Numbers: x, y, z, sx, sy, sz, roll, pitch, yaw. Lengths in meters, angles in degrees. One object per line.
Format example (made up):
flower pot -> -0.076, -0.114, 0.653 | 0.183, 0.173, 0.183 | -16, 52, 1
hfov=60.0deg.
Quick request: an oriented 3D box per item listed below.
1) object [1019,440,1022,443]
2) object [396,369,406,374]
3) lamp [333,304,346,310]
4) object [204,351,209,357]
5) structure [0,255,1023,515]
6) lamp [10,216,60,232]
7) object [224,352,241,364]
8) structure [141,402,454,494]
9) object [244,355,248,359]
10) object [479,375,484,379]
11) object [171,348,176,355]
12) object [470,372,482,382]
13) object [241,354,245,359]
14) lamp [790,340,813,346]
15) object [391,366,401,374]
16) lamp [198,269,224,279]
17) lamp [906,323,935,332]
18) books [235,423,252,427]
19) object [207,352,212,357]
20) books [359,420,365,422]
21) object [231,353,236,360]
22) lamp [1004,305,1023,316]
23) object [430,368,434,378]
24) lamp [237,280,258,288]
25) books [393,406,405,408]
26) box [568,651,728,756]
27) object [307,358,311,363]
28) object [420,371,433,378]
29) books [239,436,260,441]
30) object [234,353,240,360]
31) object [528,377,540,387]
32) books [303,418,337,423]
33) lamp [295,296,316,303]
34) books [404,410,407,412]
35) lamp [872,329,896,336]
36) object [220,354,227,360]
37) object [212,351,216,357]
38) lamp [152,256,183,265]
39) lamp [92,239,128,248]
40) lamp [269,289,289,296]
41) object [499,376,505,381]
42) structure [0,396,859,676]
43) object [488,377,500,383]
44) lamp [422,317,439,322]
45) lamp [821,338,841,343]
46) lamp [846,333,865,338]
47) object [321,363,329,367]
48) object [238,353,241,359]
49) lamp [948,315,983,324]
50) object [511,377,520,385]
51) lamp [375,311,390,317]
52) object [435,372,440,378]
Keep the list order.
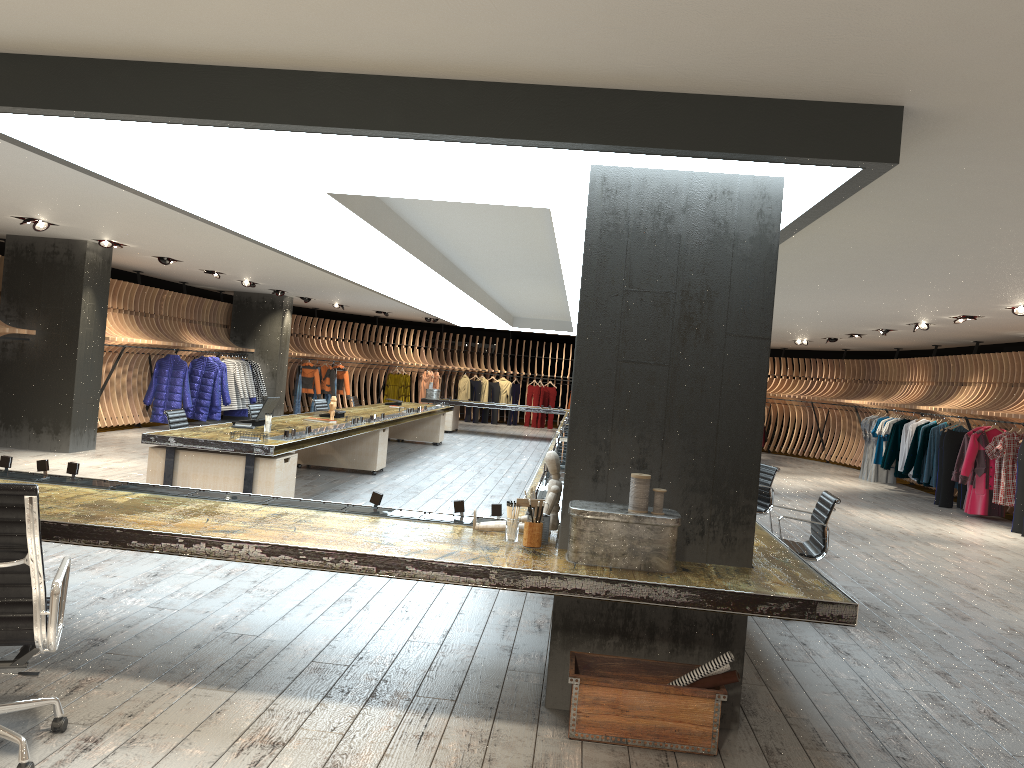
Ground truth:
object -> 6.887, 0.661, 11.508 | 0.525, 0.270, 0.012 | 5, 0, 45
object -> -3.025, -0.356, 24.364 | 0.525, 0.270, 0.012 | 5, 0, 35
lamp -> -4.090, -1.909, 21.013 | 0.269, 0.296, 0.492 | 5, 1, 24
object -> -5.877, -0.491, 16.998 | 0.523, 0.292, 0.012 | 5, 0, 5
structure -> 0.021, 0.144, 8.238 | 14.883, 2.440, 36.552 | 5, 1, 5
lamp -> -5.349, -1.871, 9.959 | 0.269, 0.288, 0.492 | 5, 1, 5
object -> -5.753, -0.488, 18.010 | 0.518, 0.313, 0.012 | 5, 0, 5
structure -> -2.187, 0.764, 12.705 | 1.162, 0.844, 10.450 | 5, 1, 5
object -> -5.682, -0.487, 18.995 | 0.518, 0.313, 0.012 | 5, 0, 5
object -> -0.850, -0.185, 25.414 | 0.012, 0.270, 0.525 | 5, 0, -40
object -> -5.970, -0.493, 15.608 | 0.525, 0.270, 0.012 | 5, 0, 5
object -> -1.038, -0.201, 25.350 | 0.525, 0.270, 0.012 | 5, 0, 40
object -> -5.694, -0.483, 18.807 | 0.516, 0.316, 0.012 | 5, 0, 5
lamp -> 6.445, -0.998, 19.695 | 0.269, 0.287, 0.493 | 5, 1, -15
object -> -3.165, -0.366, 24.248 | 0.525, 0.270, 0.012 | 5, 0, 35
lamp -> -4.969, -1.900, 14.728 | 0.269, 0.294, 0.492 | 5, 1, 5
lamp -> 6.150, -0.930, 13.335 | 0.269, 0.301, 0.492 | 5, 1, 5
books -> -2.741, 0.410, 9.005 | 0.186, 0.027, 0.112 | 5, 1, -10
object -> -5.833, -0.494, 17.136 | 0.523, 0.291, 0.012 | 5, 0, 5
books -> -1.925, 0.460, 11.093 | 0.155, 0.025, 0.110 | 5, 1, 0
object -> -5.732, -0.490, 18.272 | 0.518, 0.313, 0.012 | 5, 0, 5
lamp -> 5.897, -0.917, 10.155 | 0.269, 0.284, 0.492 | 5, 1, 5
object -> -2.270, -0.301, 24.848 | 0.012, 0.270, 0.525 | 5, 0, -25
lamp -> -4.842, -1.915, 16.318 | 0.269, 0.286, 0.492 | 5, 1, 5
books -> -2.003, 0.400, 15.510 | 0.213, 0.026, 0.366 | 5, 1, 5
box -> 0.573, 1.403, 3.900 | 0.665, 0.282, 0.341 | 5, 0, 5
object -> -5.032, -0.498, 21.954 | 0.525, 0.270, 0.012 | 5, 0, 20
object -> -2.373, -0.309, 24.788 | 0.525, 0.270, 0.012 | 5, 0, 40
books -> -2.291, 0.474, 7.738 | 0.155, 0.025, 0.110 | 5, 1, 0
object -> -5.718, -0.491, 18.450 | 0.518, 0.313, 0.012 | 5, 0, 5
object -> 0.651, -0.062, 25.639 | 0.012, 0.270, 0.525 | 5, 0, -40
books -> -2.328, 0.437, 10.705 | 0.366, 0.026, 0.213 | 5, 1, 15
lamp -> -4.530, -1.928, 19.490 | 0.269, 0.292, 0.492 | 5, 1, 11
books -> -1.667, 0.439, 14.301 | 0.155, 0.025, 0.110 | 5, 1, 0
lamp -> 6.277, -0.948, 14.925 | 0.269, 0.286, 0.492 | 5, 1, 5
object -> -5.772, -0.486, 17.775 | 0.518, 0.313, 0.012 | 5, 0, 5
object -> -5.834, -0.505, 17.315 | 0.525, 0.270, 0.012 | 5, 0, 5
lamp -> -5.096, -1.891, 13.139 | 0.269, 0.292, 0.492 | 5, 1, 5
lamp -> -5.223, -1.878, 11.549 | 0.269, 0.296, 0.492 | 5, 1, 5
lamp -> -4.716, -1.923, 17.908 | 0.269, 0.292, 0.492 | 5, 1, 5
object -> -0.251, -0.138, 25.546 | 0.525, 0.270, 0.012 | 5, 0, 30
structure -> -0.380, 0.923, 12.344 | 4.836, 0.844, 18.474 | 5, 1, 5
object -> -0.551, -0.162, 25.473 | 0.525, 0.270, 0.012 | 5, 0, 30
lamp -> -2.109, -1.773, 23.452 | 0.492, 0.297, 0.269 | 5, 0, -35
lamp -> 6.527, -0.967, 18.104 | 0.269, 0.291, 0.493 | 5, 1, 0
lamp -> 6.403, -0.955, 16.514 | 0.269, 0.294, 0.492 | 5, 1, 5
object -> -4.739, -0.478, 22.469 | 0.525, 0.270, 0.012 | 5, 0, 25
object -> -5.759, -0.517, 18.654 | 0.525, 0.270, 0.012 | 5, 0, 5
lamp -> 6.023, -0.922, 11.745 | 0.269, 0.296, 0.492 | 5, 1, 5
object -> 0.123, -0.109, 25.597 | 0.012, 0.270, 0.525 | 5, 0, 30
lamp -> -3.263, -1.859, 22.364 | 0.269, 0.293, 0.492 | 5, 1, 37
object -> -2.119, -0.289, 24.910 | 0.012, 0.270, 0.525 | 5, 0, -30
